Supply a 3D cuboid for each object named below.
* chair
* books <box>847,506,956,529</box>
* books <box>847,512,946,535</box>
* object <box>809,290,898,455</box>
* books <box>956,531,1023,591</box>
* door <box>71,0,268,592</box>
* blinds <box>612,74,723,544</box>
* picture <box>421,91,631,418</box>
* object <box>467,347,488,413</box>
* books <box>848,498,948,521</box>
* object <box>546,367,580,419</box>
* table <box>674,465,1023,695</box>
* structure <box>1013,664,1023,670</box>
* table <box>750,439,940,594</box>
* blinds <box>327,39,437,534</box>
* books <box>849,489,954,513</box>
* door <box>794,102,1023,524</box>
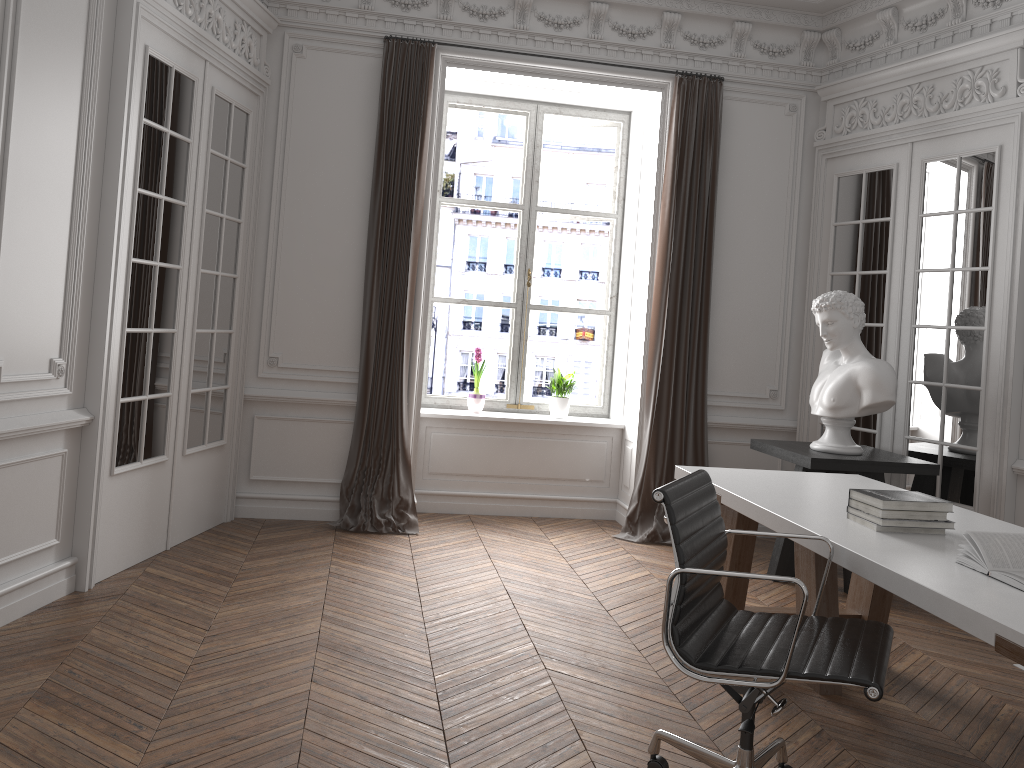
[{"bbox_3d":[0.699,0.756,2.398,0.669,0.925,0.692,4,1,17],"label":"chair"},{"bbox_3d":[1.286,0.442,2.933,0.258,0.023,0.212,4,4,-9],"label":"books"},{"bbox_3d":[1.275,0.464,2.940,0.242,0.023,0.191,4,4,-7],"label":"books"},{"bbox_3d":[1.897,-0.072,5.047,0.392,0.925,0.634,4,0,-9],"label":"object"},{"bbox_3d":[1.377,0.469,2.361,0.226,0.096,0.279,4,3,-7],"label":"books"},{"bbox_3d":[-1.760,-0.472,4.750,0.086,2.740,1.563,4,0,6],"label":"door"},{"bbox_3d":[1.156,-0.528,5.832,0.776,3.106,0.342,4,-1,-15],"label":"blinds"},{"bbox_3d":[0.825,-0.998,2.926,13.180,4.810,13.269,3,3,-17],"label":"picture"},{"bbox_3d":[-0.247,-0.030,6.350,0.129,0.477,0.128,4,-1,41],"label":"object"},{"bbox_3d":[1.279,0.416,2.935,0.239,0.028,0.191,4,4,-11],"label":"books"},{"bbox_3d":[0.359,0.063,6.407,0.214,0.370,0.285,4,1,-31],"label":"object"},{"bbox_3d":[1.361,0.867,2.776,0.899,0.749,2.627,4,3,-9],"label":"table"},{"bbox_3d":[2.769,0.770,3.167,0.808,1.185,1.608,4,2,-9],"label":"structure"},{"bbox_3d":[1.868,0.760,5.089,0.766,0.751,0.769,4,1,-9],"label":"table"},{"bbox_3d":[-0.754,-0.652,5.563,0.580,3.107,0.310,4,-1,-4],"label":"blinds"},{"bbox_3d":[1.290,0.386,2.936,0.258,0.032,0.191,4,3,-11],"label":"books"},{"bbox_3d":[2.373,-0.209,5.413,0.085,2.740,1.567,5,0,-25],"label":"door"}]
